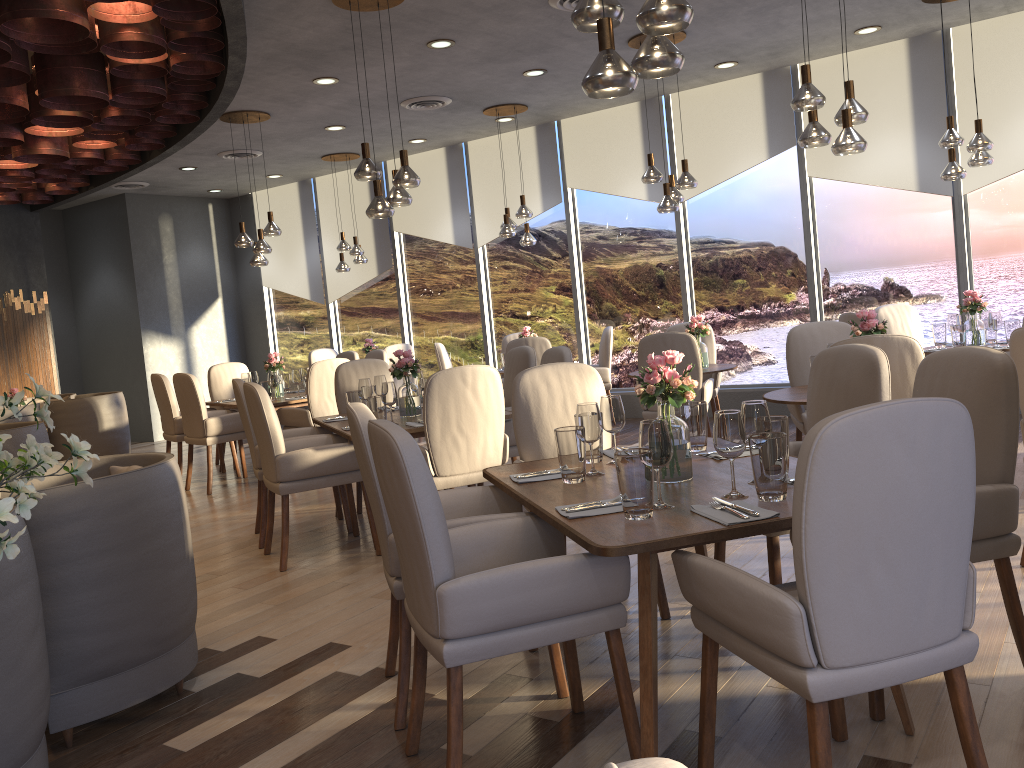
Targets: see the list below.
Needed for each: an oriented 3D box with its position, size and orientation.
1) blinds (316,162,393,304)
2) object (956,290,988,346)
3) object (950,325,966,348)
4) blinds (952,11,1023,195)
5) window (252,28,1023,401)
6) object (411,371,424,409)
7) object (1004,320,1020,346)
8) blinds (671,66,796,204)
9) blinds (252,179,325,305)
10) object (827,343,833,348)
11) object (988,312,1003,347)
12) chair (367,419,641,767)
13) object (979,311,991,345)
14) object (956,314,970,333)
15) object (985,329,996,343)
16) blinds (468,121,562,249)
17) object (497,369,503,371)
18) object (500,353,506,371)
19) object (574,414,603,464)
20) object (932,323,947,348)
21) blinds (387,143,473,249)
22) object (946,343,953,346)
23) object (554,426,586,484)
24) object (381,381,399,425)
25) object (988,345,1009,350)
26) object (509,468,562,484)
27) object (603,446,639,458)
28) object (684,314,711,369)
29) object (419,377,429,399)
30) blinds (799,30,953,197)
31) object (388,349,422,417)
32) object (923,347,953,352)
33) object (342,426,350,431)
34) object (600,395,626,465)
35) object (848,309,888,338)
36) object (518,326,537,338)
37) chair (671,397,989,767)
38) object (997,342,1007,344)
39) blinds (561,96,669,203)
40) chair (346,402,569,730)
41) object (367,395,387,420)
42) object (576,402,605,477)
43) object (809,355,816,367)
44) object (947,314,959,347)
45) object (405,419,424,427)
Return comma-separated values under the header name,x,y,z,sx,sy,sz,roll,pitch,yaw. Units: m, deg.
name,x,y,z,sx,sy,sz,roll,pitch,yaw
blinds,-2.046,-2.390,11.218,1.172,2.676,0.007,-3,4,35
object,3.343,-0.477,6.414,0.198,0.415,0.210,-7,3,-18
object,3.149,-0.326,6.245,0.102,0.178,0.102,-5,3,7
blinds,4.092,-2.910,6.943,1.172,2.676,0.007,-3,4,35
window,1.926,-1.226,5.253,8.065,3.193,16.144,-6,5,-10
object,-0.611,0.038,5.796,0.092,0.244,0.092,-8,4,-42
object,3.501,-0.356,6.198,0.102,0.178,0.102,-7,4,-29
blinds,2.012,-3.125,8.345,1.172,2.676,0.007,-3,4,35
blinds,-3.073,-2.351,11.927,1.172,2.676,0.007,-3,4,35
object,1.735,-0.097,4.752,0.092,0.244,0.092,-4,4,28
object,3.425,-0.388,6.277,0.092,0.244,0.092,-7,3,-25
chair,-0.039,0.557,2.419,0.600,0.998,0.528,-7,4,-19
object,3.476,-0.411,6.500,0.092,0.244,0.092,-3,4,37
object,3.221,-0.372,6.323,0.092,0.244,0.092,-5,3,16
object,3.552,-0.393,6.582,0.102,0.178,0.102,-9,5,-44
blinds,-0.036,-2.902,9.778,1.172,2.676,0.007,-3,4,35
object,-0.100,-0.143,8.769,0.255,0.019,0.158,-6,5,0
object,-0.056,-0.214,8.607,0.102,0.178,0.102,-6,3,-4
object,0.286,0.198,3.250,0.102,0.178,0.102,-5,4,16
object,3.202,-0.363,6.632,0.102,0.178,0.102,-8,4,-38
blinds,-1.061,-2.863,10.486,1.172,2.676,0.007,-3,4,35
object,3.363,-0.304,6.697,0.157,0.019,0.255,-6,5,-4
object,0.197,0.234,2.921,0.102,0.178,0.102,-4,4,24
object,-0.689,0.111,5.017,0.092,0.244,0.092,-4,3,21
object,3.357,-0.256,6.137,0.157,0.019,0.255,-6,5,-5
object,0.124,0.309,3.071,0.255,0.019,0.157,-6,5,-12
object,0.440,0.256,3.332,0.157,0.019,0.255,-6,5,-10
object,1.433,-0.326,6.807,0.210,0.415,0.198,-5,3,7
object,-0.484,0.085,5.093,0.092,0.244,0.092,-5,3,1
blinds,3.066,-2.870,7.652,1.172,2.676,0.007,-3,4,35
object,-0.643,-0.009,5.415,0.210,0.415,0.198,-6,3,-8
object,3.082,-0.252,6.398,0.255,0.019,0.158,-6,5,-9
object,-0.839,0.235,5.060,0.255,0.019,0.157,-7,5,-21
object,0.364,0.164,3.174,0.092,0.244,0.092,-3,4,37
object,1.874,-0.187,4.642,0.210,0.415,0.198,-6,3,-8
object,0.159,-0.365,8.740,0.197,0.415,0.210,-3,4,32
chair,0.734,0.512,2.060,0.529,0.998,0.600,-7,4,-17
object,3.638,-0.309,6.440,0.255,0.019,0.157,-6,5,-11
blinds,0.974,-3.085,9.063,1.172,2.676,0.007,-3,4,35
chair,-0.200,0.527,2.965,0.600,0.998,0.529,-6,3,-12
object,-0.743,0.157,4.926,0.102,0.178,0.102,-3,4,35
object,0.266,0.188,3.001,0.092,0.244,0.092,-4,4,30
object,1.687,-0.068,4.850,0.102,0.178,0.102,-5,3,15
object,3.270,-0.396,6.548,0.092,0.244,0.092,-5,3,16
object,-0.500,0.213,4.935,0.157,0.019,0.255,-8,5,-24
